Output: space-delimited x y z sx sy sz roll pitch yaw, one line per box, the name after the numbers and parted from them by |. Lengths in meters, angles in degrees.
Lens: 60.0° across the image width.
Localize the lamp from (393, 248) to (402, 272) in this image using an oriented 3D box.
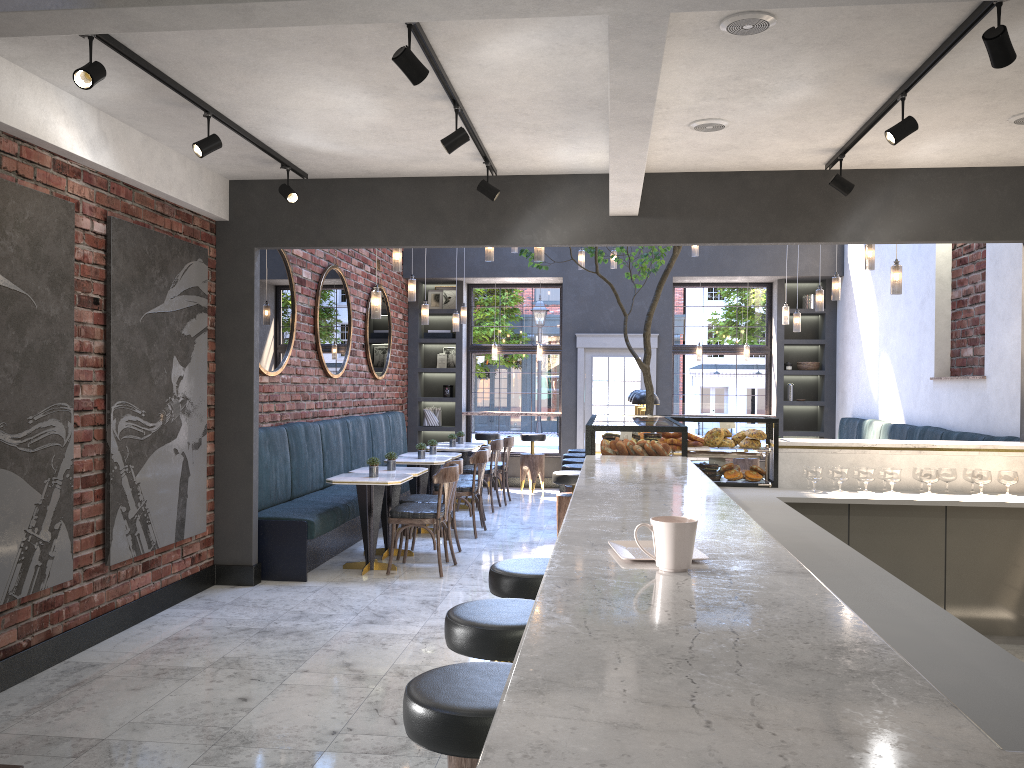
-0.988 -3.036 7.747 0.078 4.105 0.078 0 0 -9 | lamp

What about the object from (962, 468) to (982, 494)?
2.861 0.601 5.508 0.114 0.147 0.114 1 0 11 | object

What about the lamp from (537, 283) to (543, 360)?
0.405 -1.058 12.811 0.078 1.429 0.078 0 0 -31 | lamp

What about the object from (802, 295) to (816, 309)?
4.179 -1.143 12.425 0.214 0.215 0.213 1 0 16 | object

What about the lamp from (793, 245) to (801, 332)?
3.312 -2.655 10.235 0.078 4.105 0.078 0 0 -9 | lamp

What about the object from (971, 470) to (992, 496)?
2.847 0.600 5.378 0.114 0.147 0.114 1 0 11 | object

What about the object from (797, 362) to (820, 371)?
4.149 -0.248 12.420 0.305 0.123 0.305 0 0 27 | object

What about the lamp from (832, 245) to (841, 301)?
3.117 -2.853 8.461 0.078 4.105 0.078 0 0 -31 | lamp

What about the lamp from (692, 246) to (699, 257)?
2.167 -3.552 10.397 0.078 4.105 0.078 0 0 -9 | lamp

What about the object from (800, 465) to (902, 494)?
2.117 0.594 5.554 0.575 0.147 0.256 0 0 6 | object

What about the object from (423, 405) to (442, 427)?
-1.165 0.458 12.988 0.250 0.323 0.241 1 0 6 | object

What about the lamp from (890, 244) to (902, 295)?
2.917 -2.729 6.679 0.078 4.105 0.078 0 0 -9 | lamp

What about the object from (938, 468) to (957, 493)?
2.711 0.599 5.525 0.114 0.147 0.114 1 0 11 | object

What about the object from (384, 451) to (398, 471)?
-1.053 0.670 7.741 0.118 0.165 0.122 0 0 -16 | object

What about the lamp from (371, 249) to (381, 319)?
-1.068 -2.575 7.070 0.078 4.105 0.078 0 0 -9 | lamp

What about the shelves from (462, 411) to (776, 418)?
1.489 0.445 12.706 4.403 0.043 0.384 0 0 6 | shelves

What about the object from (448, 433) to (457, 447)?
-0.720 0.680 10.741 0.118 0.165 0.122 0 0 -16 | object

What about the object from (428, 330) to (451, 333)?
-1.063 -0.762 12.974 0.327 0.039 0.227 1 0 -4 | object

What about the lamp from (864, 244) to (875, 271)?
2.997 -3.002 7.372 0.078 4.105 0.078 0 0 -9 | lamp

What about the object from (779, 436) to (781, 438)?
3.260 0.714 10.884 0.118 0.165 0.122 0 0 -16 | object

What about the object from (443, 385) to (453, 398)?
-0.931 0.106 12.945 0.152 0.181 0.152 1 0 44 | object

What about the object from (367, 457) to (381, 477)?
-1.117 0.669 7.162 0.118 0.165 0.122 0 0 -16 | object

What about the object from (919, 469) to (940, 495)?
2.547 0.598 5.411 0.114 0.147 0.114 1 0 11 | object

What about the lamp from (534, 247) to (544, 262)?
0.231 -3.014 6.923 0.078 4.105 0.078 1 1 36 | lamp

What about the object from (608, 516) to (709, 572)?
0.301 0.306 1.790 0.176 0.097 0.301 0 0 -2 | object

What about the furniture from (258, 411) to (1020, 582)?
1.082 0.949 9.089 6.021 1.151 5.340 0 0 6 | furniture

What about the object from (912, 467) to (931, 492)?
2.561 0.598 5.541 0.114 0.147 0.114 1 0 11 | object

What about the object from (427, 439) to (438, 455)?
-0.852 0.676 9.551 0.118 0.165 0.122 0 0 -16 | object

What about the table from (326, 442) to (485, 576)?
1.074 1.149 9.047 4.599 0.751 4.830 0 0 6 | table

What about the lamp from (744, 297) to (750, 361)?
3.312 -1.033 12.488 0.078 1.429 0.078 1 1 36 | lamp

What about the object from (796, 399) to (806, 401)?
4.017 0.228 12.341 0.130 0.026 0.130 1 0 -11 | object

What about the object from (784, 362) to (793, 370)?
3.872 -0.248 12.427 0.116 0.119 0.117 0 0 -17 | object

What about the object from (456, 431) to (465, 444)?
-0.656 0.681 11.319 0.118 0.165 0.122 0 0 -16 | object

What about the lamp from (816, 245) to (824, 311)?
3.190 -2.804 9.130 0.078 4.105 0.078 0 0 -31 | lamp

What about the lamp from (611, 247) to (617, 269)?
1.289 -3.497 11.072 0.078 4.105 0.078 0 0 -9 | lamp

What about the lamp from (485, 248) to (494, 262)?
-0.181 -3.142 7.839 0.078 4.105 0.078 1 1 36 | lamp

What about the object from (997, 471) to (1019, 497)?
2.997 0.601 5.361 0.114 0.147 0.114 1 0 11 | object

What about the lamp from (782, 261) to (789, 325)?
3.386 -2.786 10.895 0.078 4.105 0.078 0 0 -9 | lamp

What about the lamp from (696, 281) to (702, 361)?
2.659 -1.039 12.561 0.078 1.429 0.078 0 0 -31 | lamp

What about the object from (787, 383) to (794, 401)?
3.886 0.115 12.382 0.098 0.248 0.098 0 0 -44 | object

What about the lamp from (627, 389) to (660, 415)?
0.321 -1.168 5.647 4.182 3.256 8.835 0 0 -10 | lamp

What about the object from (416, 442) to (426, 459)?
-0.916 0.674 8.973 0.118 0.165 0.122 0 0 -16 | object

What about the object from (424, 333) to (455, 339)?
-1.060 -0.700 12.962 0.412 0.084 0.286 0 0 6 | object
